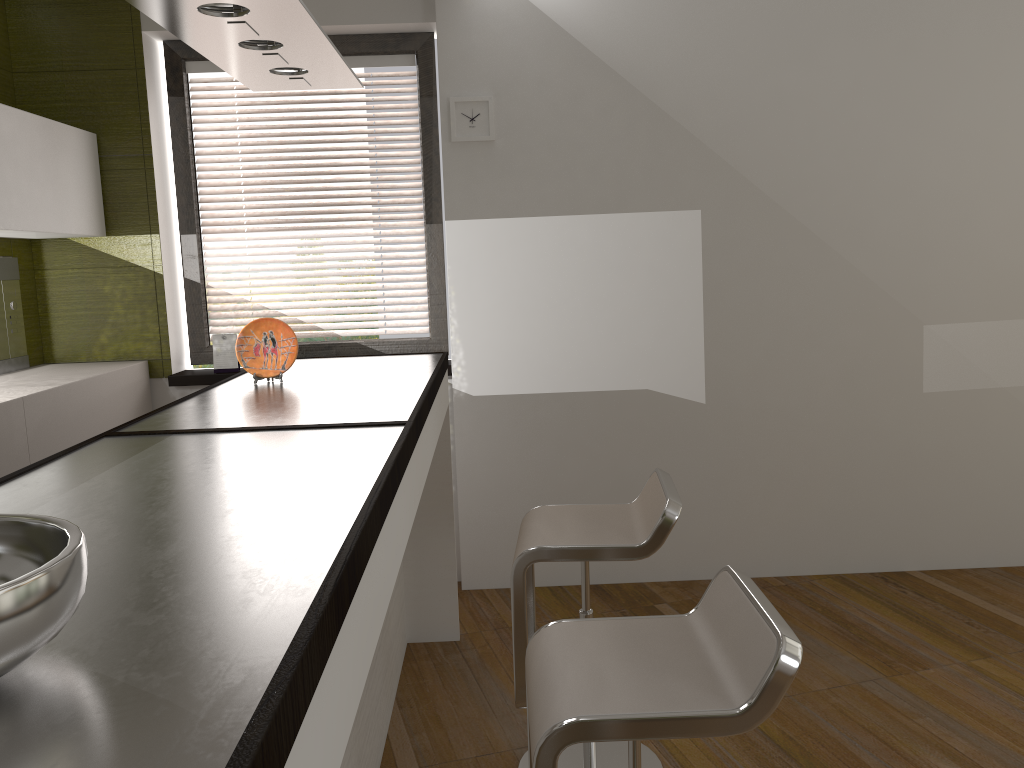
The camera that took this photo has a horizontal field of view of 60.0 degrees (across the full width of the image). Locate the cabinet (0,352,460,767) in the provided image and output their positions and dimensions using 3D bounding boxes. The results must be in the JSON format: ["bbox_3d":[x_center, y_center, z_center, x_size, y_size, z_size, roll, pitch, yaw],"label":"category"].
[{"bbox_3d":[-0.518,0.654,1.952,0.663,1.134,2.947,-2,8,-1],"label":"cabinet"}]

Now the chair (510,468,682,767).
[{"bbox_3d":[0.230,0.692,2.485,0.460,0.857,0.418,-1,8,4],"label":"chair"}]

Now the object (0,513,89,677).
[{"bbox_3d":[-0.520,0.202,0.735,0.311,0.105,0.311,0,8,12],"label":"object"}]

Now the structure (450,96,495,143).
[{"bbox_3d":[-0.166,-1.107,3.709,0.180,0.180,0.026,-2,8,-1],"label":"structure"}]

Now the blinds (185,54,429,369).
[{"bbox_3d":[-3.961,-3.611,6.582,9.030,12.704,16.000,4,10,38],"label":"blinds"}]

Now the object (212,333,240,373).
[{"bbox_3d":[-1.278,-0.139,3.960,0.106,0.169,0.057,-3,8,-6],"label":"object"}]

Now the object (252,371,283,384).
[{"bbox_3d":[-0.728,-0.071,2.650,0.088,0.131,0.072,-3,8,-6],"label":"object"}]

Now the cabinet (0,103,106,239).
[{"bbox_3d":[-1.924,0.188,2.200,0.724,2.089,3.471,-2,8,-1],"label":"cabinet"}]

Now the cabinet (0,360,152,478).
[{"bbox_3d":[-1.789,0.644,2.535,0.465,1.086,2.940,-2,8,-1],"label":"cabinet"}]

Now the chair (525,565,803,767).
[{"bbox_3d":[0.251,0.808,1.646,0.460,0.857,0.418,-2,8,-1],"label":"chair"}]

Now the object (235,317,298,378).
[{"bbox_3d":[-0.730,-0.109,2.645,0.184,0.178,0.055,-3,8,-5],"label":"object"}]

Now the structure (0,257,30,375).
[{"bbox_3d":[-2.057,-0.252,3.416,0.015,0.469,0.663,-2,8,-1],"label":"structure"}]

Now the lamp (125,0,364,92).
[{"bbox_3d":[-0.594,-1.090,1.745,0.326,0.683,1.677,-2,8,-1],"label":"lamp"}]
